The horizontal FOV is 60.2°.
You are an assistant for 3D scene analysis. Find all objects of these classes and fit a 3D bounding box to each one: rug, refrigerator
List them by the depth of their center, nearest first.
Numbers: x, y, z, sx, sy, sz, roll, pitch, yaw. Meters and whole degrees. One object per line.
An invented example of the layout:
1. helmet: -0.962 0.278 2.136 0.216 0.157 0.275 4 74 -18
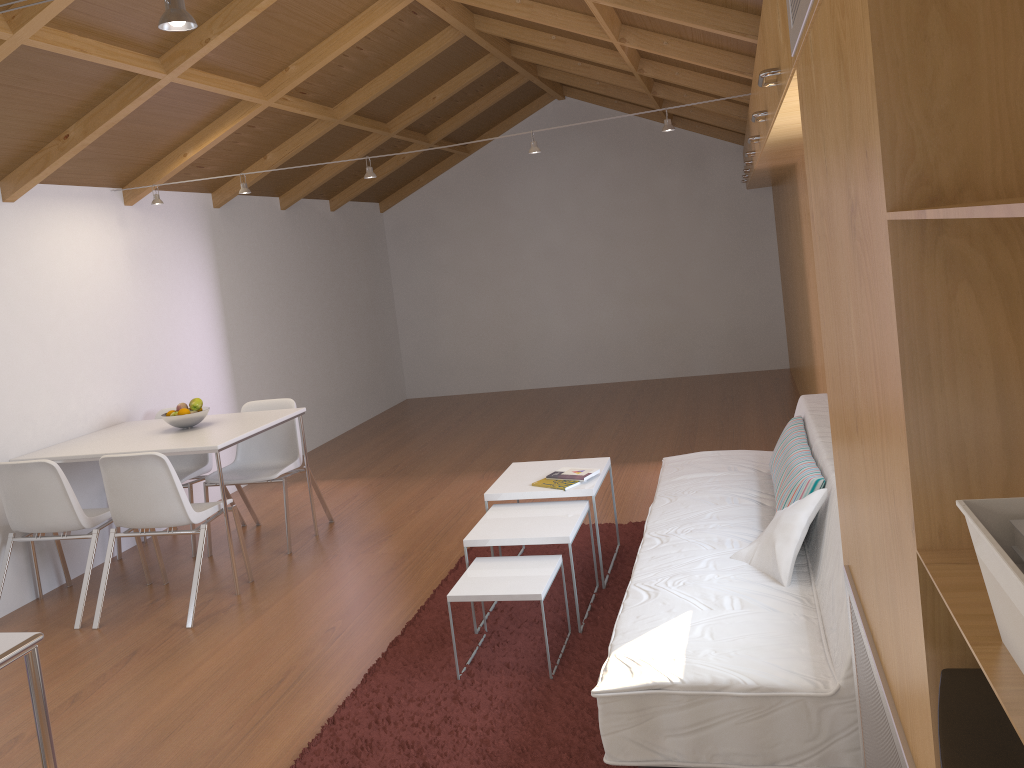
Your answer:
1. refrigerator: 0.518 0.851 0.635 0.261 0.981 0.720 -6 6 15
2. rug: 0.467 0.945 3.332 1.881 0.020 2.504 -5 9 15

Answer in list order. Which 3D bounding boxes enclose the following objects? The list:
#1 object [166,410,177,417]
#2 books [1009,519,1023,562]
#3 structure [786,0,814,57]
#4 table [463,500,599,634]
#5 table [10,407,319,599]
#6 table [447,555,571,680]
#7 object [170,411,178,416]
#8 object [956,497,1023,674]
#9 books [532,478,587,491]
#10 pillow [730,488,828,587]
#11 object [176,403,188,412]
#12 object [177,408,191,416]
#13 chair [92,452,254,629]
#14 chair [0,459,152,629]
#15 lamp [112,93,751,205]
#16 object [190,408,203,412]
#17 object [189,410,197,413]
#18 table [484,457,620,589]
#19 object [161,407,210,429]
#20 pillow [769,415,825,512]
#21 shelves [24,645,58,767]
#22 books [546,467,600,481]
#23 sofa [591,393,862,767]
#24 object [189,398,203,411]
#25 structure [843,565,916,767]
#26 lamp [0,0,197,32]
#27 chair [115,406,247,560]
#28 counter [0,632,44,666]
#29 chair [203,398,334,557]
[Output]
1. object: -1.859 0.177 4.841 0.068 0.066 0.068 -11 8 -31
2. books: 0.468 0.137 0.650 0.136 0.024 0.174 -5 9 15
3. structure: 0.462 -0.751 1.397 0.013 0.298 0.911 -6 8 15
4. table: 0.091 0.739 3.619 0.423 0.381 0.463 -5 7 15
5. table: -1.824 0.625 4.807 1.206 0.738 0.907 -5 7 15
6. table: -0.001 0.846 3.235 0.341 0.306 0.373 -5 7 15
7. object: -1.817 0.182 4.790 0.071 0.078 0.068 -12 8 -38
8. object: 0.453 0.182 0.593 0.202 0.122 0.353 -5 8 15
9. books: 0.208 0.433 3.880 0.193 0.016 0.154 1 12 44
10. pillow: 0.890 0.473 2.930 0.268 0.250 0.347 -9 7 -21
11. object: -1.805 0.135 4.840 0.062 0.066 0.063 -12 8 -37
12. object: -1.763 0.164 4.755 0.068 0.067 0.068 -8 6 -9
13. chair: -1.656 0.671 4.228 0.530 0.781 0.551 -5 6 15
14. chair: -2.229 0.718 4.378 0.530 0.781 0.551 -5 6 15
15. lamp: -0.619 -1.268 4.982 3.821 0.152 0.073 -5 5 15
16. object: -1.747 0.149 4.891 0.068 0.067 0.068 -8 6 -9
17. object: -1.748 0.179 4.822 0.081 0.089 0.078 -10 7 -26
18. table: 0.200 0.631 4.063 0.484 0.435 0.529 -5 7 15
19. object: -1.780 0.195 4.837 0.256 0.090 0.255 -12 10 -33
20. pillow: 1.115 0.359 3.513 0.171 0.250 1.052 -5 8 15
21. shelves: -2.081 1.086 1.943 2.088 0.748 0.638 -5 6 15
22. books: 0.273 0.401 3.932 0.193 0.016 0.154 -1 10 34
23. sofa: 0.894 0.582 3.301 0.861 0.624 2.377 -5 8 15
24. object: -1.731 0.111 4.842 0.070 0.069 0.078 -5 7 15
25. structure: 0.646 0.807 1.486 0.013 0.716 0.827 -6 7 15
26. lamp: -1.391 -0.706 1.901 3.821 0.152 0.073 -5 5 15
27. chair: -2.009 0.558 5.254 0.530 0.781 0.551 -5 6 15
28. counter: -2.128 0.698 1.915 2.105 0.021 0.656 -5 9 15
29. chair: -1.436 0.511 5.105 0.530 0.781 0.551 -5 6 15
